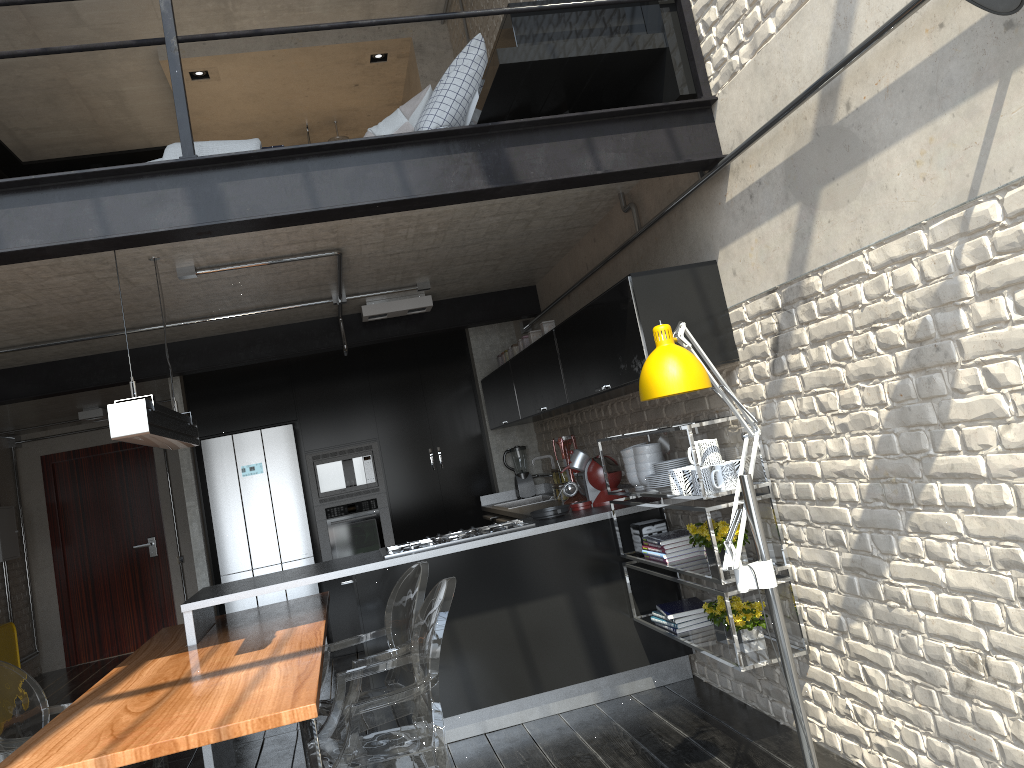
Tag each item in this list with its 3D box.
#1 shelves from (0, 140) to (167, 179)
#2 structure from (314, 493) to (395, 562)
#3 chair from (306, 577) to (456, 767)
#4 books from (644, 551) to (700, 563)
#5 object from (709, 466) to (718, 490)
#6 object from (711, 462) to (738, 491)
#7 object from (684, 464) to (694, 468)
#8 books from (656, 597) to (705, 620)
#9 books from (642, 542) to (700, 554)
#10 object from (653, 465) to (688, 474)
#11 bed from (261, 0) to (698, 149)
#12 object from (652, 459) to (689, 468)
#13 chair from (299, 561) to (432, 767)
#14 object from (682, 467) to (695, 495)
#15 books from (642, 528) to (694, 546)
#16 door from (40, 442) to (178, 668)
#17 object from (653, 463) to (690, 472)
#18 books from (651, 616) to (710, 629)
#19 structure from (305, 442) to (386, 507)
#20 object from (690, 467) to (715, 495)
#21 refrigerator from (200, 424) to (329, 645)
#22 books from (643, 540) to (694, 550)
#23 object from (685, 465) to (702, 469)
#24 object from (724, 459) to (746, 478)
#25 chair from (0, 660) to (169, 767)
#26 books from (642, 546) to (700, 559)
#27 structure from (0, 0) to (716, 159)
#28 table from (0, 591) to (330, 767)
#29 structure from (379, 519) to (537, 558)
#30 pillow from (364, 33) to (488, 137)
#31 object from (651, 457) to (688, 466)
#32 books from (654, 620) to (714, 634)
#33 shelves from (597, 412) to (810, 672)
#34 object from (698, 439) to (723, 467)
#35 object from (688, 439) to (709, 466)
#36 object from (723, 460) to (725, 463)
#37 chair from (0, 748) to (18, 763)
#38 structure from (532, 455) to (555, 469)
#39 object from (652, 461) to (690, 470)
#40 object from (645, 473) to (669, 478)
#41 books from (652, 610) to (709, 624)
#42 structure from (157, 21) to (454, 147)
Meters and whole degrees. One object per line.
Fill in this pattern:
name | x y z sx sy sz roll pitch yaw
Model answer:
shelves | -4.357 -1.170 8.575 2.129 2.812 2.650 -10 -6 -12
structure | -1.289 1.230 7.301 0.583 0.562 0.480 -10 -6 -12
chair | -0.391 1.192 2.981 0.591 0.947 0.534 -9 -7 -17
books | 0.769 0.797 4.160 0.212 0.021 0.290 -10 -4 -12
object | 0.821 0.379 3.613 0.108 0.101 0.082 -11 -6 2
object | 0.837 0.368 3.502 0.108 0.101 0.082 -11 -6 2
object | 0.793 0.399 3.827 0.082 0.101 0.108 -14 -6 22
books | 0.801 1.052 4.157 0.201 0.023 0.276 -11 -4 -3
books | 0.762 0.758 4.165 0.212 0.021 0.290 -10 -4 -14
object | 0.726 0.396 4.010 0.171 0.030 0.169 -11 -4 -8
bed | -1.037 -1.057 5.379 2.701 0.847 4.440 -10 -4 -12
object | 0.721 0.370 4.013 0.171 0.030 0.169 -11 -4 -8
chair | -0.543 1.267 3.622 0.592 0.947 0.534 -8 -7 -27
object | 0.748 0.394 3.634 0.082 0.101 0.108 -14 -6 22
books | 0.754 0.721 4.170 0.211 0.021 0.290 -10 -4 -9
door | -4.307 1.766 9.518 1.136 2.233 0.193 -10 -8 -12
object | 0.724 0.387 4.011 0.171 0.030 0.169 -11 -4 -8
books | 0.800 1.096 4.150 0.201 0.023 0.276 -10 -4 -18
structure | -1.386 0.753 7.383 0.583 0.424 0.444 -10 -6 -12
object | 0.768 0.382 3.523 0.109 0.101 0.082 -9 -7 -23
refrigerator | -1.995 1.302 7.195 0.725 1.838 0.494 -10 -7 -12
books | 0.763 0.738 4.169 0.212 0.021 0.290 -10 -4 -12
object | 0.786 0.392 3.720 0.109 0.101 0.082 -9 -7 -23
object | 0.906 0.359 3.579 0.082 0.101 0.108 -14 -6 22
chair | -1.705 1.477 3.365 0.590 0.947 0.536 -11 -7 -2
books | 0.759 0.779 4.161 0.212 0.021 0.290 -10 -4 -12
structure | -1.646 0.304 4.401 4.794 3.366 3.753 -10 -6 -12
table | -1.196 1.509 3.724 0.929 0.738 2.649 -10 -4 -12
structure | -0.308 0.824 4.801 0.813 0.026 0.497 -10 -4 -12
pillow | -0.426 -1.438 5.339 1.147 0.738 2.118 -10 -4 -14
object | 0.719 0.362 4.015 0.171 0.030 0.169 -11 -4 -8
books | 0.809 1.116 4.148 0.201 0.023 0.276 -10 -4 -12
shelves | 0.785 0.654 3.978 0.289 0.933 1.239 -10 -5 -12
object | 0.807 0.275 3.559 0.109 0.101 0.082 -9 -7 -23
object | 0.783 0.288 3.690 0.108 0.101 0.082 -11 -6 2
object | 0.875 0.374 3.708 0.109 0.101 0.082 -10 -6 -13
chair | -1.614 1.415 2.737 0.591 0.947 0.535 -10 -7 -12
structure | 0.252 0.700 6.706 0.177 0.313 0.088 -10 -7 -12
object | 0.723 0.379 4.012 0.171 0.030 0.169 -11 -4 -8
object | 0.728 0.410 4.009 0.252 0.031 0.249 -7 -6 -43
books | 0.801 1.074 4.154 0.201 0.023 0.276 -10 -4 -14
structure | -1.799 -1.564 9.083 2.599 2.973 2.765 -10 -6 -12
